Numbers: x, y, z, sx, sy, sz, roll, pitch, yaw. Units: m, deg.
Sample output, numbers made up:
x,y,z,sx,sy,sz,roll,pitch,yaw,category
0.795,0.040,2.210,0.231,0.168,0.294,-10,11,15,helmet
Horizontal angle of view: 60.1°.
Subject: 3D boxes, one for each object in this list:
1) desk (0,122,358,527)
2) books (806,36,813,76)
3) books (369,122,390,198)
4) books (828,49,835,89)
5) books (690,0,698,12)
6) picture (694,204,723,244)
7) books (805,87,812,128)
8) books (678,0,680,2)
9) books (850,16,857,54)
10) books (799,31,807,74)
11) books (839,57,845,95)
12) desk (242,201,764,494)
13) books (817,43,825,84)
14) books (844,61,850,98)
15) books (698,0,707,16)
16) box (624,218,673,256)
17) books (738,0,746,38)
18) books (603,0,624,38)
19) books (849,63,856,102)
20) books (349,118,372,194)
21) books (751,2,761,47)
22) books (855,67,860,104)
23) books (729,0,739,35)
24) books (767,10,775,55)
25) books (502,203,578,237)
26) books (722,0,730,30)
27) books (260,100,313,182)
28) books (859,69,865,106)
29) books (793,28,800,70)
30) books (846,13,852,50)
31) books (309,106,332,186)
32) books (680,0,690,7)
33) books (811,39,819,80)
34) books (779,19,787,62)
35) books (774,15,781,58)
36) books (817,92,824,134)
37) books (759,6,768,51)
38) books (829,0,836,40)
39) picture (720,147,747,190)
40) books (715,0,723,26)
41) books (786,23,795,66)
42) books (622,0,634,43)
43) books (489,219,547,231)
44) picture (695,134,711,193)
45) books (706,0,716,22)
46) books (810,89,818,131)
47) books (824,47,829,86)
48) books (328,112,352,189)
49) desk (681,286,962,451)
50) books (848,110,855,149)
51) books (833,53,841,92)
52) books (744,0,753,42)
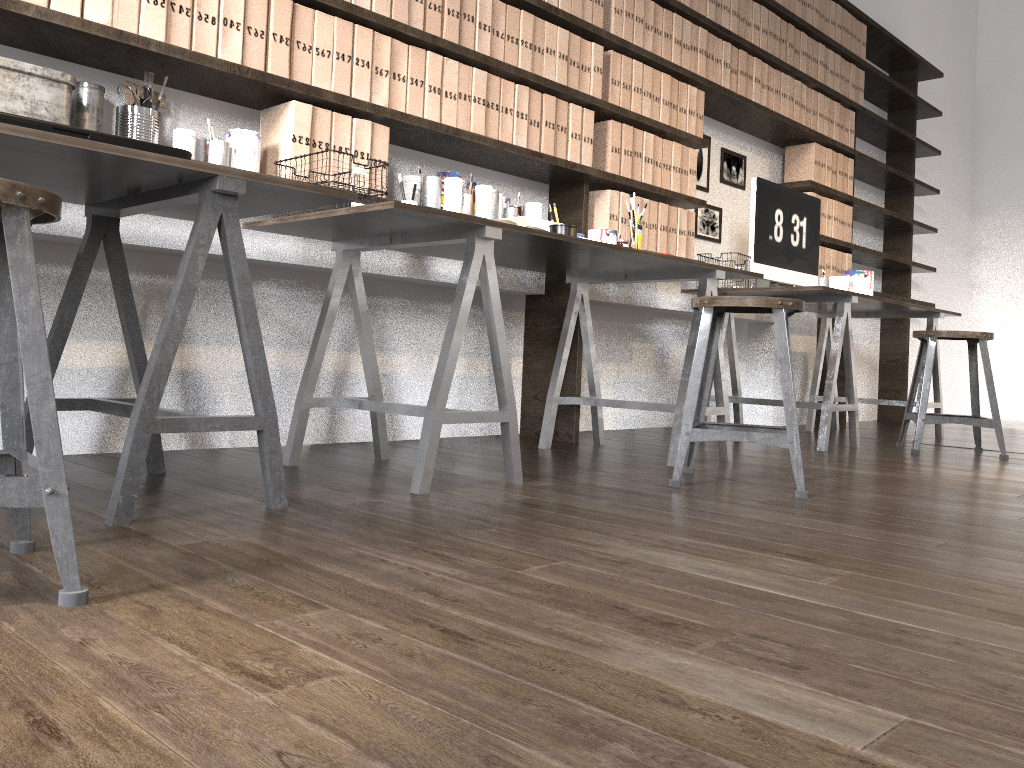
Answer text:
x,y,z,sx,sy,sz,roll,pitch,yaw,category
-1.157,-0.094,1.504,0.656,0.670,1.666,3,1,44,desk
1.530,-1.751,4.803,0.174,0.226,0.066,2,-1,44,books
-0.465,-0.684,2.760,0.175,0.226,0.066,2,-1,44,books
1.718,-1.749,4.993,0.175,0.226,0.066,2,-1,44,books
0.750,-1.760,3.994,0.174,0.226,0.066,2,-1,44,books
0.993,-0.820,4.503,0.023,0.183,0.251,1,0,44,picture
1.526,-1.482,4.806,0.174,0.226,0.066,2,-1,44,books
0.651,-1.761,3.892,0.175,0.226,0.066,2,-1,44,books
1.923,-2.024,5.202,0.175,0.226,0.066,2,-1,44,books
1.484,-1.751,4.749,0.174,0.226,0.066,2,-1,44,books
1.816,-1.748,5.097,0.175,0.226,0.066,2,-1,44,books
0.068,-0.080,2.773,0.656,0.670,1.666,3,1,44,desk
1.631,-1.750,4.898,0.175,0.226,0.067,2,-1,44,books
1.863,-1.747,5.149,0.174,0.226,0.066,2,-1,44,books
0.799,-1.760,4.045,0.175,0.226,0.066,2,-1,44,books
0.499,-0.522,3.367,0.138,0.207,0.211,2,0,44,box
1.035,-1.757,4.288,0.175,0.226,0.066,2,-1,44,books
0.363,-1.496,3.597,0.175,0.226,0.066,2,-1,44,books
1.916,-1.746,5.194,0.175,0.226,0.067,2,-1,44,books
-0.511,-0.684,2.706,0.174,0.226,0.066,2,-1,44,books
1.134,-1.756,4.387,0.174,0.226,0.066,2,-1,44,books
1.959,-1.746,5.245,0.175,0.226,0.066,2,-1,44,books
0.989,-1.757,4.235,0.175,0.226,0.067,2,-1,44,books
1.236,-1.754,4.489,0.175,0.226,0.067,2,-1,44,books
0.082,-0.485,2.865,0.386,0.148,0.294,4,2,44,books
0.938,-1.758,4.184,0.175,0.226,0.066,2,-1,44,books
-0.655,-0.686,2.555,0.175,0.226,0.067,2,-1,44,books
2.004,-1.745,5.289,0.175,0.226,0.066,2,-1,44,books
1.432,-1.752,4.701,0.175,0.226,0.066,2,-1,44,books
1.872,-2.024,5.147,0.175,0.226,0.066,2,-1,44,books
-0.612,-0.686,2.607,0.175,0.226,0.066,2,-1,44,books
0.704,-1.761,3.940,0.174,0.226,0.066,2,-1,44,books
1.580,-1.750,4.854,0.175,0.226,0.066,2,-1,44,books
1.328,-1.753,4.594,0.175,0.226,0.066,2,-1,44,books
1.277,-1.754,4.537,0.175,0.226,0.066,2,-1,44,books
1.628,-1.481,4.903,0.175,0.226,0.067,2,-1,44,books
1.186,-1.755,4.437,0.175,0.226,0.066,2,-1,44,books
1.728,-2.026,4.997,0.174,0.226,0.066,2,-1,44,books
1.163,-1.132,4.672,0.023,0.183,0.251,1,0,44,picture
0.893,-1.758,4.140,0.175,0.226,0.066,2,-1,44,books
1.384,-1.753,4.643,0.175,0.226,0.067,2,-1,44,books
0.410,-1.495,3.639,0.175,0.226,0.067,2,-1,44,books
-0.068,-0.424,2.455,0.256,0.029,0.354,4,2,44,books
0.929,-1.115,4.432,0.022,0.285,0.201,1,-1,43,picture
0.850,-1.759,4.089,0.175,0.226,0.067,2,-1,44,books
1.576,-1.481,4.855,0.175,0.226,0.066,2,-1,44,books
1.674,-1.749,4.949,0.175,0.226,0.066,2,-1,44,books
-0.563,-0.685,2.658,0.174,0.226,0.066,2,-1,44,books
1.553,-0.063,4.312,0.656,0.670,1.666,3,1,44,desk
1.913,-1.477,5.199,0.174,0.226,0.066,2,-1,44,books
1.770,-1.748,5.044,0.175,0.226,0.067,2,-1,44,books
1.082,-1.756,4.340,0.174,0.226,0.066,2,-1,44,books
